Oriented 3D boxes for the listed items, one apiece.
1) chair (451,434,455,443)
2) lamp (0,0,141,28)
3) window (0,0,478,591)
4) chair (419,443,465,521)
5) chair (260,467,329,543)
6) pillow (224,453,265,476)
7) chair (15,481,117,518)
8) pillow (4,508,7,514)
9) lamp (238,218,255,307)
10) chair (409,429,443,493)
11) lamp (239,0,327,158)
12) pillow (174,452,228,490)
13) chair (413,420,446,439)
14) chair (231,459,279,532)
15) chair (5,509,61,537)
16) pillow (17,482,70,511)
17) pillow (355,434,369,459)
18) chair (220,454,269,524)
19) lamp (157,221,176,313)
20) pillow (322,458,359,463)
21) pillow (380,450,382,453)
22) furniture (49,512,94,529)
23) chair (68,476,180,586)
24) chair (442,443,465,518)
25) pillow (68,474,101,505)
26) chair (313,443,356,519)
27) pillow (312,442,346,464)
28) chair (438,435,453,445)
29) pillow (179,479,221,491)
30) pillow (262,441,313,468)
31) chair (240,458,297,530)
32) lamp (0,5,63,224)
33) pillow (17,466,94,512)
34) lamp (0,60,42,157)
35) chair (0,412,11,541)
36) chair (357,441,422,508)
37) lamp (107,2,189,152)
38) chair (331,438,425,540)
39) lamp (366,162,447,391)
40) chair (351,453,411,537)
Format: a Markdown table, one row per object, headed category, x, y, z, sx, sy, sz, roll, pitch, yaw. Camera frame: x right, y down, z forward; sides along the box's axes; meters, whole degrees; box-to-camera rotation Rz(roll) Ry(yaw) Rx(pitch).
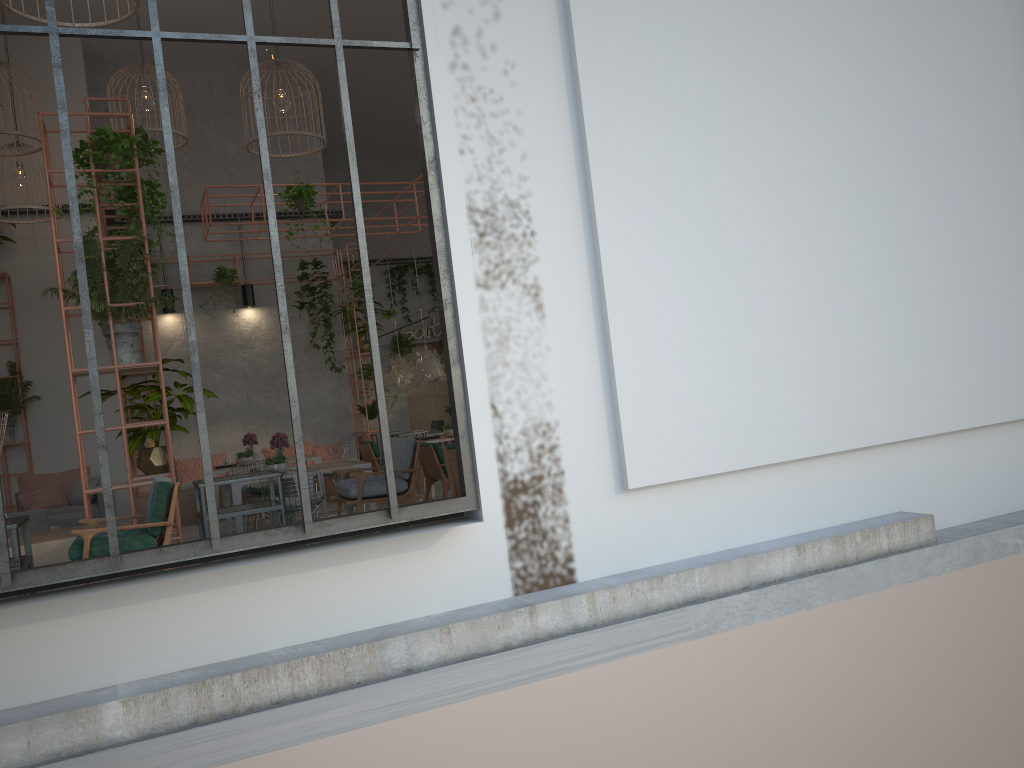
| category | x | y | z | sx | sy | sz | roll | pitch | yaw |
| --- | --- | --- | --- | --- | --- | --- | --- | --- | --- |
| chair | -0.522 | 1.083 | 12.091 | 0.565 | 0.941 | 0.717 | -7 | 0 | -7 |
| lamp | -3.201 | -4.319 | 6.014 | 0.883 | 3.476 | 0.883 | -7 | 0 | 29 |
| window | -2.388 | -1.842 | 4.087 | 4.126 | 5.544 | 0.089 | -7 | 0 | -23 |
| chair | -0.668 | 1.094 | 10.102 | 0.685 | 0.917 | 0.722 | -7 | 0 | -23 |
| chair | -2.042 | 1.247 | 8.469 | 0.565 | 0.941 | 0.717 | -7 | 0 | -7 |
| pillow | -4.216 | 1.325 | 14.084 | 0.666 | 0.385 | 0.289 | -7 | 0 | -28 |
| chair | -5.431 | 1.602 | 10.778 | 1.127 | 0.672 | 1.052 | -7 | 0 | -23 |
| pillow | -4.695 | 1.264 | 8.012 | 0.499 | 0.324 | 0.307 | -7 | 0 | 12 |
| lamp | -4.295 | -1.950 | 14.233 | 0.179 | 1.425 | 0.185 | -7 | 0 | -23 |
| chair | -1.249 | 1.179 | 13.796 | 0.565 | 0.941 | 0.717 | -7 | 0 | -22 |
| lamp | -2.704 | -4.359 | 9.840 | 0.883 | 3.476 | 0.883 | -7 | 0 | 29 |
| pillow | -4.817 | 1.348 | 13.852 | 0.839 | 0.474 | 0.276 | -7 | 0 | -33 |
| chair | -1.828 | 1.290 | 19.647 | 0.685 | 0.930 | 0.722 | -7 | 0 | -23 |
| chair | -3.102 | 1.388 | 10.987 | 0.565 | 0.941 | 0.717 | -7 | 0 | -7 |
| chair | -4.770 | 1.465 | 8.154 | 1.056 | 0.586 | 1.127 | -7 | 0 | -23 |
| pillow | -5.720 | 1.387 | 10.819 | 0.479 | 0.317 | 0.441 | -7 | 0 | -42 |
| pillow | -2.619 | 1.093 | 15.433 | 0.276 | 0.474 | 0.839 | -7 | 0 | -33 |
| chair | -3.829 | 1.484 | 12.693 | 0.565 | 0.941 | 0.717 | -7 | 0 | -22 |
| lamp | -5.399 | -1.820 | 13.761 | 0.179 | 1.425 | 0.185 | -7 | 0 | -23 |
| pillow | -2.810 | 1.296 | 14.241 | 0.637 | 0.149 | 0.491 | -7 | 0 | -22 |
| pillow | -2.252 | 1.236 | 15.697 | 0.491 | 0.149 | 0.637 | -7 | 0 | -22 |
| furniture | -4.999 | 1.657 | 9.506 | 0.941 | 0.446 | 0.975 | -7 | 0 | -23 |
| chair | -2.395 | 1.086 | 5.556 | 0.685 | 0.929 | 0.722 | -7 | 0 | -23 |
| chair | 0.000 | 0.805 | 6.012 | 0.722 | 0.917 | 0.685 | -7 | 0 | 17 |
| pillow | -5.288 | 1.316 | 10.945 | 0.495 | 0.349 | 0.308 | -7 | 0 | 27 |
| chair | -2.554 | 1.328 | 12.235 | 0.717 | 0.941 | 0.565 | -7 | 0 | -27 |
| pillow | -3.044 | 1.186 | 14.585 | 0.666 | 0.385 | 0.289 | -7 | 0 | -28 |
| chair | -1.156 | 1.201 | 18.052 | 0.685 | 0.930 | 0.722 | -7 | 0 | -23 |
| pillow | -4.698 | 1.519 | 13.433 | 0.637 | 0.149 | 0.491 | -7 | 0 | -22 |
| pillow | -3.630 | 1.207 | 14.313 | 0.839 | 0.474 | 0.276 | -7 | 0 | -3 |
| chair | -2.769 | 1.344 | 10.175 | 0.565 | 0.941 | 0.717 | -7 | 0 | -22 |
| lamp | -6.499 | -3.893 | 11.465 | 0.883 | 3.476 | 0.883 | -7 | 0 | 29 |
| pillow | -5.723 | 1.323 | 11.112 | 0.836 | 0.476 | 0.273 | -7 | 0 | -23 |
| lamp | -5.919 | -4.393 | 9.912 | 0.883 | 3.476 | 0.883 | -7 | 0 | 29 |
| chair | -3.918 | 0.711 | 6.269 | 0.717 | 0.941 | 0.565 | -7 | 0 | -14 |
| chair | -1.763 | 1.240 | 12.658 | 0.685 | 0.917 | 0.722 | -7 | 0 | -23 |
| lamp | -4.715 | -4.751 | 11.083 | 0.883 | 3.476 | 0.883 | -7 | 0 | 29 |
| chair | -1.112 | 0.940 | 7.370 | 0.685 | 0.929 | 0.722 | -7 | 0 | -23 |
| lamp | -2.424 | -1.938 | 17.737 | 0.704 | 4.052 | 4.456 | -7 | 0 | -23 |
| chair | -1.493 | 1.187 | 9.717 | 0.717 | 0.941 | 0.565 | -7 | 0 | -27 |
